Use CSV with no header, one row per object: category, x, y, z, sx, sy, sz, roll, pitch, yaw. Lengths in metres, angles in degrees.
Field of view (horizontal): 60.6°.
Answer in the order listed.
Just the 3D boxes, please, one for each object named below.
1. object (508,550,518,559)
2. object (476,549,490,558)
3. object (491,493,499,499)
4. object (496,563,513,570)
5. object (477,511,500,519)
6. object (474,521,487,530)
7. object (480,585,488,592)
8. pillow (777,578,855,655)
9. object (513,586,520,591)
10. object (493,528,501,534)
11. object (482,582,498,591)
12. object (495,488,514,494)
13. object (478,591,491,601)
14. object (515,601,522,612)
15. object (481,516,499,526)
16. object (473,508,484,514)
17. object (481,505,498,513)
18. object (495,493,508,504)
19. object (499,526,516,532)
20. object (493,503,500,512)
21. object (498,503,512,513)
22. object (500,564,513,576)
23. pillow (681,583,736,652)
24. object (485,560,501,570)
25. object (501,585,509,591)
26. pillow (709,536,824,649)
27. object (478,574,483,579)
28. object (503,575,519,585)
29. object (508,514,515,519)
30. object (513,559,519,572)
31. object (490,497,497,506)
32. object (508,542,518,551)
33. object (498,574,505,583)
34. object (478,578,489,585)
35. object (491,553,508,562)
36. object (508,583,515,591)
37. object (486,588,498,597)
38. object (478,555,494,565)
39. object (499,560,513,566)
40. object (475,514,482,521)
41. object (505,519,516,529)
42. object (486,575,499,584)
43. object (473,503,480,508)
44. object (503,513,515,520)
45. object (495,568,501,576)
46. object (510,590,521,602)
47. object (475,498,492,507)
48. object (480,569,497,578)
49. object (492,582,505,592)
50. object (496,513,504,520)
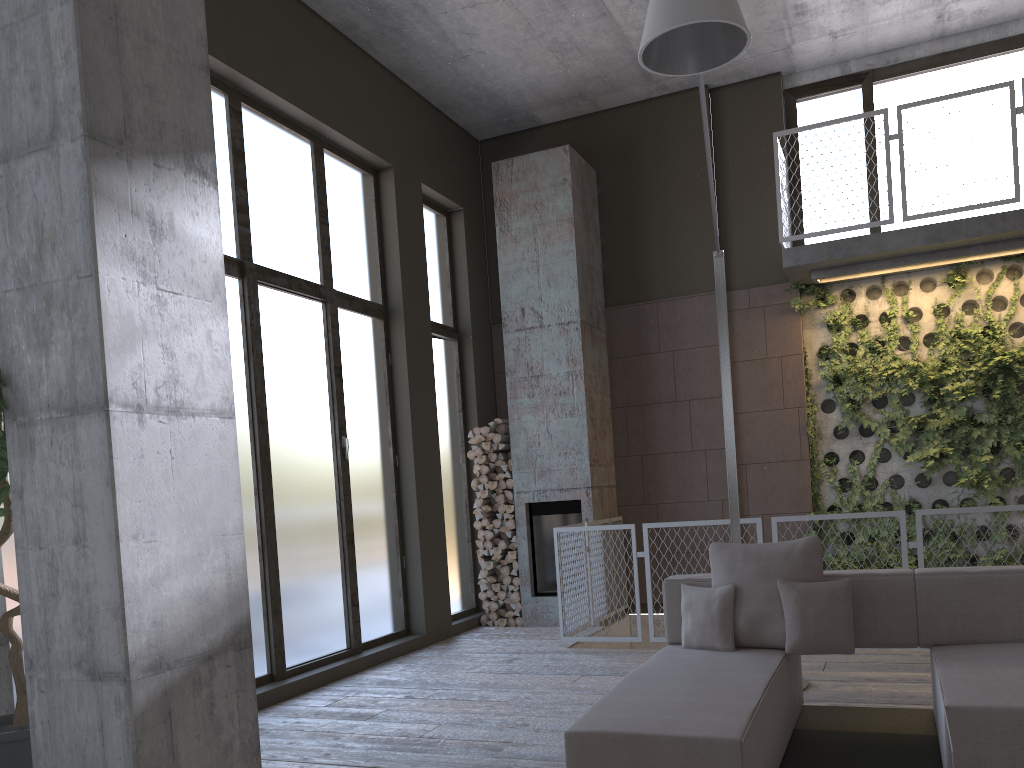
object,0.100,1.703,8.838,0.094,0.083,0.480,-5,-7,24
object,-0.235,1.716,9.010,0.080,0.107,0.437,-5,-6,23
object,-0.106,1.123,8.886,0.065,0.074,0.360,-5,-7,25
object,-0.058,1.837,8.904,0.065,0.074,0.360,-5,-7,25
object,-0.227,1.317,8.867,0.071,0.072,0.423,-5,-7,24
object,-0.255,1.435,8.994,0.092,0.092,0.438,-5,-7,24
object,-0.199,2.078,8.986,0.067,0.084,0.425,-5,-7,26
pillow,1.478,1.121,4.228,0.376,0.372,0.169,-4,0,-3
object,0.085,2.027,8.748,0.063,0.048,0.251,-5,-7,22
object,-0.091,1.477,8.899,0.064,0.074,0.360,-5,-7,21
object,-0.179,2.031,8.884,0.071,0.072,0.423,-5,-7,24
object,-0.063,1.075,8.837,0.089,0.056,0.333,-6,-7,24
object,-0.207,2.149,9.012,0.092,0.092,0.438,-5,-7,24
object,0.139,2.210,8.812,0.064,0.125,0.364,-4,-6,25
object,-0.176,1.396,8.962,0.091,0.089,0.456,-5,-7,24
object,-0.270,1.291,8.962,0.122,0.067,0.364,-6,-7,22
object,-0.166,1.268,8.956,0.115,0.079,0.436,-6,-7,24
object,-0.065,1.147,8.809,0.099,0.106,0.294,-5,-6,22
object,-0.001,1.452,8.854,0.122,0.067,0.364,-6,-7,24
object,-0.070,1.245,8.925,0.101,0.086,0.363,-5,-7,24
object,-0.008,1.250,8.870,0.093,0.093,0.438,-5,-7,24
object,-0.018,1.861,8.826,0.099,0.106,0.294,-5,-6,22
pillow,1.003,1.214,4.518,0.150,0.376,0.372,-4,-2,-34
object,-0.135,1.822,8.901,0.094,0.083,0.480,-5,-7,22
object,0.009,2.048,8.899,0.067,0.067,0.423,-5,-7,24
pillow,1.276,1.056,4.425,0.566,0.557,0.220,-5,0,26
object,-0.225,1.941,9.006,0.067,0.071,0.424,-5,-7,24
object,0.040,1.964,8.888,0.093,0.093,0.438,-5,-7,24
object,0.037,1.313,8.730,0.063,0.048,0.251,-5,-7,22
object,0.112,1.809,8.802,0.064,0.125,0.364,-4,-6,25
object,-0.114,1.197,8.978,0.104,0.102,0.292,-5,-6,24
object,0.098,1.626,8.861,0.115,0.079,0.436,-6,-7,22
object,-0.022,1.960,8.943,0.101,0.086,0.363,-5,-7,24
object,-0.222,2.006,8.979,0.122,0.067,0.364,-6,-7,22
object,-0.069,1.744,8.894,0.115,0.079,0.436,-6,-7,22
object,0.082,2.037,8.866,0.067,0.067,0.423,-5,-7,24
object,-0.128,2.111,8.980,0.091,0.089,0.456,-5,-7,24
object,-0.236,1.819,9.028,0.070,0.117,0.365,-4,-6,23
object,-0.015,1.789,8.855,0.089,0.056,0.333,-6,-7,24
object,-0.247,1.364,8.968,0.067,0.084,0.425,-5,-7,26
object,0.036,1.388,8.736,0.101,0.102,0.293,-5,-6,22
object,-0.118,1.983,8.974,0.115,0.079,0.436,-6,-7,24
object,-0.273,1.227,8.989,0.067,0.071,0.424,-5,-7,24
object,0.035,1.322,8.849,0.067,0.067,0.423,-5,-7,24
object,-0.066,1.912,8.996,0.104,0.102,0.292,-5,-6,24
object,0.084,2.103,8.753,0.101,0.102,0.293,-5,-6,22
object,-0.231,1.198,8.937,0.091,0.089,0.456,-5,-7,25
object,-0.183,1.913,8.955,0.091,0.089,0.456,-5,-7,25
object,-0.062,2.046,8.927,0.094,0.083,0.480,-5,-7,24
object,-0.039,1.333,8.881,0.067,0.067,0.423,-5,-7,24
